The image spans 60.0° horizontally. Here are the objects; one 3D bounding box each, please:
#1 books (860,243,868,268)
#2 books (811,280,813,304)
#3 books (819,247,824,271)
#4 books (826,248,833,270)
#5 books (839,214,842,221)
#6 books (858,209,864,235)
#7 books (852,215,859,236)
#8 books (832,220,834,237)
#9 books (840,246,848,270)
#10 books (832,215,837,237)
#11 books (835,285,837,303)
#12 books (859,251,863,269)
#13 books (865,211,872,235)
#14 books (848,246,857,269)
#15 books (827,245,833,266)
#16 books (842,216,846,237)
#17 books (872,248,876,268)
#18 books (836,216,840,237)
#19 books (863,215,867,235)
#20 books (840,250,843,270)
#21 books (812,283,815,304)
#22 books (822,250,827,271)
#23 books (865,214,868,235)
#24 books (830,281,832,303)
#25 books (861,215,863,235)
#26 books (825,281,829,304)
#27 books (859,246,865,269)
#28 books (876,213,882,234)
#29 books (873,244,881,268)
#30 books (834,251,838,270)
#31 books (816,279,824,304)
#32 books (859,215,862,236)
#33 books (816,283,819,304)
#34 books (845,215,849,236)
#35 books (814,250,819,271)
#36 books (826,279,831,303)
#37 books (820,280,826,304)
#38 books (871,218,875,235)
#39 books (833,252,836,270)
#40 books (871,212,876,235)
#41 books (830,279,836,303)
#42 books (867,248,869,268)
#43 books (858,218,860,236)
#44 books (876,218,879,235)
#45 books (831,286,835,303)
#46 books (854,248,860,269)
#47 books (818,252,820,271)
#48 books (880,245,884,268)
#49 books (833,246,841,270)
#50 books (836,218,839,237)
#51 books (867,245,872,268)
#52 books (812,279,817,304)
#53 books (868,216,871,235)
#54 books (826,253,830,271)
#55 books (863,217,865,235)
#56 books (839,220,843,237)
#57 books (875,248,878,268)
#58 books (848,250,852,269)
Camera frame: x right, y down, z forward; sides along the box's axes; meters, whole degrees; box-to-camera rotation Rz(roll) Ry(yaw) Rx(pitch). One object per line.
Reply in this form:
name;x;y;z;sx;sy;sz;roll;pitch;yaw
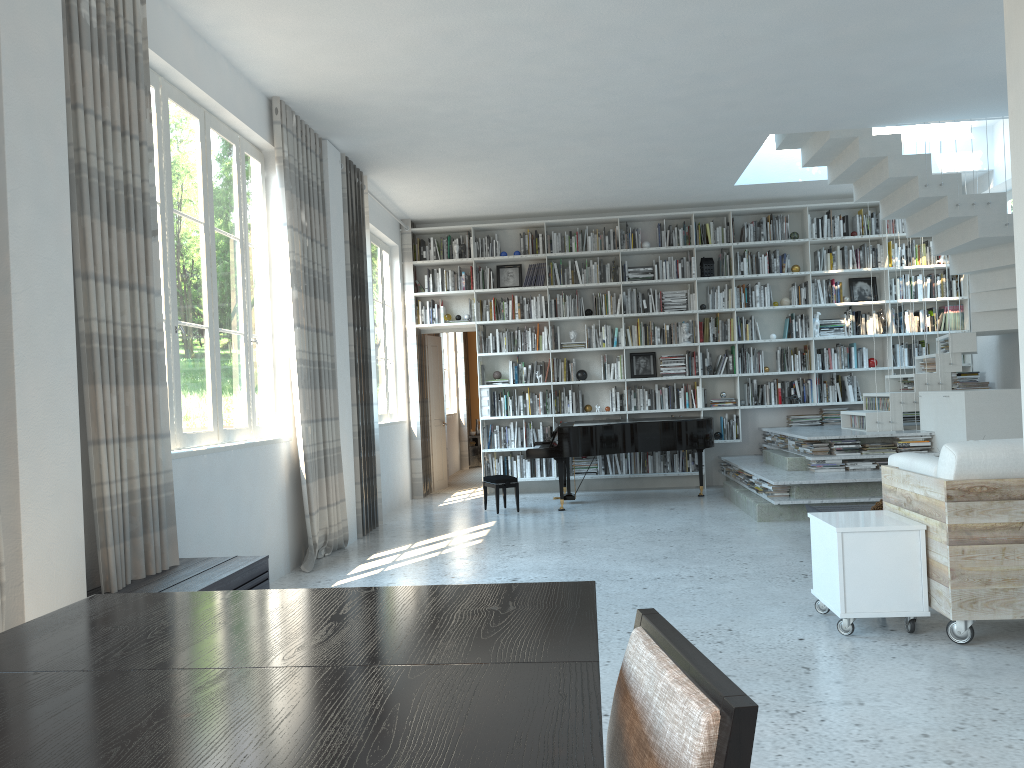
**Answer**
books;3.972;-1.427;10.014;0.022;0.294;0.181;-3;0;5
books;3.387;-1.028;10.093;0.031;0.284;0.137;-3;0;5
books;3.504;-1.399;10.071;0.051;0.282;0.166;-3;0;5
books;3.594;-1.393;10.053;0.026;0.261;0.167;-3;0;5
books;3.724;-1.775;10.064;0.012;0.279;0.153;-3;0;5
books;3.946;-1.806;10.026;0.007;0.321;0.165;-3;0;5
books;3.885;-1.771;10.023;0.019;0.256;0.169;-3;0;5
books;3.624;-1.741;10.070;0.030;0.220;0.133;-3;0;5
books;3.734;-1.402;10.000;0.032;0.265;0.245;-3;0;5
books;3.643;-1.763;10.048;0.014;0.262;0.168;-3;0;5
books;3.657;-1.005;10.056;0.033;0.213;0.152;-3;0;5
books;3.925;-1.386;10.023;0.031;0.217;0.165;-3;0;5
books;4.032;-1.799;10.032;0.020;0.299;0.131;-3;0;5
books;3.858;-1.416;10.045;0.048;0.283;0.162;-3;0;5
books;3.612;-1.411;10.060;0.011;0.296;0.162;-3;0;5
books;3.754;-1.764;10.058;0.012;0.254;0.161;-3;0;5
books;4.060;-1.404;10.016;0.030;0.241;0.162;-3;0;5
books;3.684;-1.761;10.055;0.021;0.254;0.151;-3;0;5
books;3.972;-1.772;10.023;0.031;0.248;0.164;-3;0;5
books;3.711;-1.387;10.054;0.025;0.238;0.142;-3;0;5
books;3.419;-1.014;10.098;0.030;0.253;0.128;-3;0;5
books;3.544;-1.385;10.076;0.026;0.250;0.130;-3;0;5
books;3.997;-1.777;10.036;0.017;0.257;0.146;-3;0;5
books;3.603;-1.029;10.072;0.020;0.267;0.152;-3;0;5
books;3.937;-1.775;10.041;0.017;0.259;0.136;-3;0;5
books;3.561;-1.028;10.086;0.043;0.269;0.131;-3;0;5
books;3.951;-1.410;10.030;0.023;0.264;0.156;-3;0;5
books;4.138;-1.786;10.010;0.026;0.263;0.163;-3;0;5
books;4.123;-1.428;10.016;0.026;0.284;0.147;-3;0;5
books;3.662;-1.383;10.070;0.024;0.236;0.146;-3;0;5
books;3.490;-1.035;10.076;0.065;0.289;0.146;-3;0;5
books;3.919;-1.771;10.029;0.016;0.252;0.189;-3;0;5
books;3.452;-1.013;10.073;0.011;0.248;0.155;-3;0;5
books;3.774;-1.767;10.044;0.030;0.257;0.165;-3;0;5
books;3.461;-1.383;10.076;0.012;0.254;0.161;-3;0;5
books;3.586;-1.039;10.060;0.012;0.287;0.176;-3;0;5
books;3.532;-1.035;10.078;0.012;0.285;0.159;-3;0;5
books;4.056;-1.756;10.015;0.029;0.210;0.169;-3;0;5
books;3.634;-1.376;10.058;0.030;0.224;0.158;-3;0;5
books;4.083;-1.792;10.031;0.025;0.279;0.136;-3;0;5
books;3.632;-1.039;10.054;0.014;0.285;0.175;-3;0;5
books;4.004;-1.405;10.022;0.011;0.249;0.152;-3;0;5
books;3.900;-1.754;10.025;0.008;0.220;0.182;-3;0;5
books;4.113;-1.759;10.034;0.031;0.211;0.131;-3;0;5
books;3.619;-1.000;10.044;0.013;0.207;0.189;-3;0;5
books;3.888;-1.396;10.019;0.014;0.240;0.189;-3;0;5
books;3.473;-1.375;10.073;0.013;0.236;0.141;-3;0;5
books;4.152;-1.420;10.012;0.031;0.265;0.169;-3;0;5
books;3.684;-1.410;10.047;0.026;0.288;0.156;-3;0;5
books;3.662;-1.751;10.048;0.022;0.236;0.172;-3;0;5
books;4.026;-1.418;10.011;0.036;0.272;0.177;-3;0;5
books;3.439;-1.038;10.083;0.015;0.301;0.140;-3;0;5
books;4.013;-1.767;10.013;0.018;0.235;0.186;-3;0;5
books;3.569;-1.365;10.051;0.025;0.207;0.175;-3;0;5
books;3.954;-1.759;10.017;0.007;0.226;0.170;-3;0;5
books;3.706;-1.736;10.039;0.024;0.202;0.190;-3;0;5
books;4.101;-1.402;10.022;0.022;0.234;0.158;-3;0;5
books;3.802;-1.387;10.023;0.030;0.230;0.187;-3;0;5
